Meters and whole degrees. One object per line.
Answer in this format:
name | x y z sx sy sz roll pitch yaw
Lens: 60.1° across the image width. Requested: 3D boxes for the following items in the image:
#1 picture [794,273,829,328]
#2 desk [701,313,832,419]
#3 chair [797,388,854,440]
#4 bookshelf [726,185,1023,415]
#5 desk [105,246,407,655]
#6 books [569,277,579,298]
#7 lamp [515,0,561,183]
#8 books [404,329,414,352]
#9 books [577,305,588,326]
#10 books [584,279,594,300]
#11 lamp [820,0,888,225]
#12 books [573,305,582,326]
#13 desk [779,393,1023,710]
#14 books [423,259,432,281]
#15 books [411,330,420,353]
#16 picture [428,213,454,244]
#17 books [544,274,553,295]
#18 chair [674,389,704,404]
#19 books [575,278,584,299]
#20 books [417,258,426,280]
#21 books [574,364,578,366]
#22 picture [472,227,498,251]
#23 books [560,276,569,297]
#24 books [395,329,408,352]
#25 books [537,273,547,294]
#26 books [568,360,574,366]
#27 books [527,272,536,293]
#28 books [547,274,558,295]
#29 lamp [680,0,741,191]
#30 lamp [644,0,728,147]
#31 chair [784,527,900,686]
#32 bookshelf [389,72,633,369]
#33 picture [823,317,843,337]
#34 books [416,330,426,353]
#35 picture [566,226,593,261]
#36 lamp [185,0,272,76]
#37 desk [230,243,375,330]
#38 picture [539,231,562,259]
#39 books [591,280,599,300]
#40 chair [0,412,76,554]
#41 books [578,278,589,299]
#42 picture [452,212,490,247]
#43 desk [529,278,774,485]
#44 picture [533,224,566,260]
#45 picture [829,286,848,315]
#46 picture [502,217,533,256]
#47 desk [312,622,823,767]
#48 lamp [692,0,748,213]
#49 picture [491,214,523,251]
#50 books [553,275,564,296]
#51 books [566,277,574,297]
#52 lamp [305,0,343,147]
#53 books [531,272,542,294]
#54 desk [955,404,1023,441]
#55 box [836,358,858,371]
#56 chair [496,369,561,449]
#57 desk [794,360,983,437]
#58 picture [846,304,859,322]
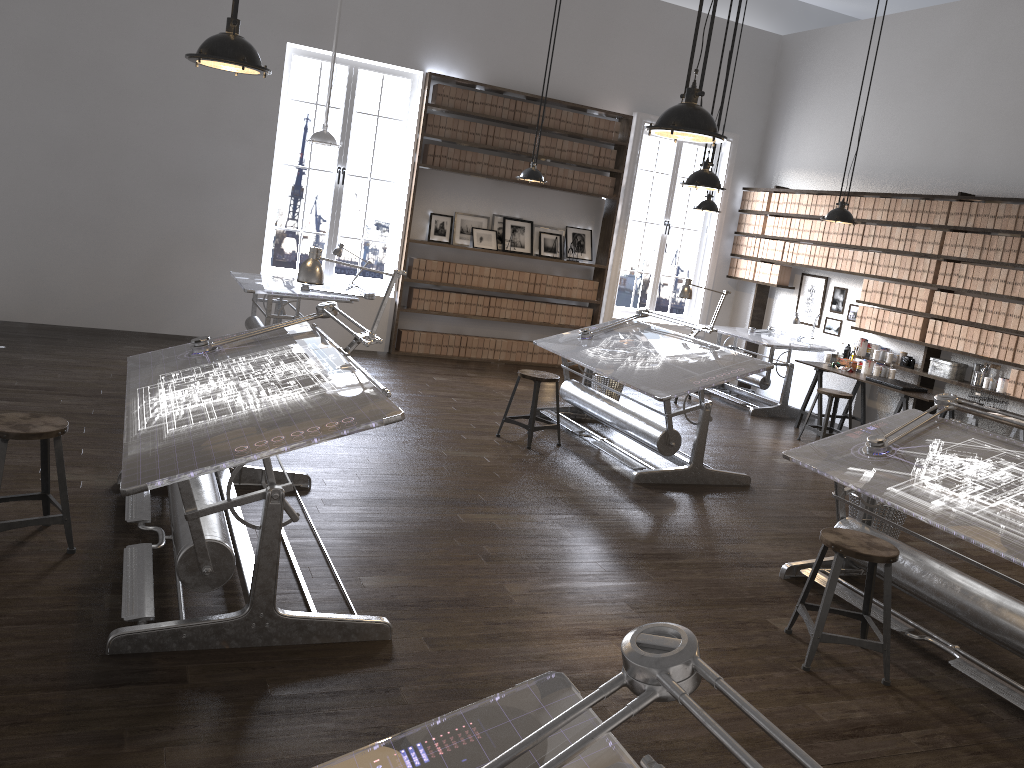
picture | 3.380 -0.950 10.020 0.040 0.571 0.419 5 9 -24
desk | 2.799 -0.293 9.785 1.069 1.090 1.280 5 10 -24
chair | 2.916 0.328 8.131 0.358 0.524 0.375 6 9 -16
bookshelf | 4.533 0.141 7.026 0.373 3.184 9.263 5 11 -24
desk | -1.095 0.062 3.853 1.074 1.377 2.088 5 10 -24
books | 0.705 -1.138 10.462 0.066 0.224 0.176 5 9 -24
lamp | 0.354 -3.060 8.406 0.312 2.237 0.313 1 11 -44
books | -1.154 -0.479 9.802 0.066 0.224 0.176 5 9 -24
books | 0.821 -0.814 10.579 0.066 0.224 0.176 5 9 -24
books | 0.891 -1.126 10.549 0.066 0.224 0.176 5 9 -24
lamp | 2.977 -2.486 7.464 0.312 2.237 0.313 1 11 -44
books | 0.756 -0.818 10.551 0.066 0.224 0.176 5 9 -24
desk | 2.313 0.565 3.944 1.074 1.377 2.088 5 10 -24
books | -0.947 -1.255 9.730 0.067 0.224 0.176 5 9 -24
books | -1.089 -0.474 9.827 0.067 0.224 0.176 5 9 -24
picture | -0.791 -1.722 9.810 0.266 0.313 0.058 5 9 -24
books | 0.396 -1.160 10.325 0.066 0.224 0.176 5 9 -24
chair | 1.852 -0.067 9.393 0.358 0.524 0.375 6 9 -16
books | 0.766 -1.134 10.487 0.067 0.224 0.176 5 9 -24
books | -1.013 -1.260 9.701 0.066 0.224 0.176 5 9 -24
books | 0.753 -0.344 10.645 0.066 0.224 0.176 5 9 -24
picture | -0.304 -1.624 9.932 0.299 0.227 0.146 5 9 -24
books | 0.588 -1.146 10.407 0.067 0.224 0.176 5 9 -24
books | -1.219 -0.484 9.776 0.066 0.224 0.176 5 9 -24
books | 0.330 -1.166 10.300 0.066 0.224 0.176 5 9 -24
books | 0.688 -0.348 10.610 0.067 0.224 0.176 5 9 -24
books | 0.194 -1.175 10.240 0.066 0.224 0.176 5 9 -24
books | 0.459 -1.156 10.357 0.066 0.224 0.176 5 9 -24
lamp | 1.451 -2.413 5.809 0.312 2.237 0.313 8 8 -4
lamp | 0.816 -2.017 3.177 0.313 2.250 0.313 9 8 1
chair | 1.408 0.913 3.723 0.358 0.524 0.374 9 8 4
bookshelf | -0.087 -1.398 10.121 2.469 3.698 0.416 5 8 -24
picture | 3.509 -0.627 9.685 0.023 0.182 0.253 5 10 -24
books | -1.023 -0.470 9.858 0.066 0.224 0.176 5 9 -24
picture | 0.793 -1.655 10.447 0.342 0.362 0.162 5 9 -24
lamp | -0.896 -2.285 3.180 0.312 2.237 0.313 1 11 -44
desk | -1.835 -0.678 7.797 1.169 1.181 1.280 5 10 -24
picture | 0.447 -1.609 10.295 0.289 0.288 0.128 5 9 -24
books | 0.953 -1.120 10.568 0.067 0.224 0.176 5 9 -24
chair | -2.006 0.412 3.616 0.371 0.524 0.361 0 12 -45
books | 0.829 -1.130 10.519 0.066 0.224 0.176 5 9 -24
picture | -0.457 -1.719 9.932 0.415 0.363 0.084 5 9 -24
desk | 1.029 -0.192 6.983 1.074 1.377 2.301 5 10 -24
picture | 0.425 -1.653 10.323 0.433 0.359 0.096 5 9 -24
picture | 3.558 -0.911 9.638 0.022 0.282 0.203 5 9 -25
picture | 0.070 -1.685 10.110 0.373 0.389 0.150 5 9 -24
desk | 0.137 0.889 0.394 1.074 1.377 2.088 5 10 -24
lamp | 2.228 -2.926 9.227 0.312 2.237 0.313 1 11 -44
picture | -0.063 -1.712 10.106 0.369 0.403 0.092 5 9 -24
books | 0.524 -1.152 10.385 0.066 0.224 0.176 5 9 -24
books | 0.647 -1.143 10.438 0.066 0.224 0.176 5 9 -24
lamp | -1.482 -3.189 7.592 0.312 2.237 0.313 1 11 -44
books | 0.263 -1.169 10.265 0.067 0.224 0.176 5 9 -24
desk | 4.096 0.689 6.745 0.654 0.665 1.684 5 11 -24
box | 3.364 -0.197 8.842 0.137 0.083 0.214 4 11 -24
chair | 0.164 0.182 6.649 0.371 0.524 0.361 0 12 -45
desk | 3.420 0.291 8.344 0.654 0.665 1.684 5 11 -24
picture | 3.656 -0.744 9.381 0.023 0.182 0.253 5 10 -24
